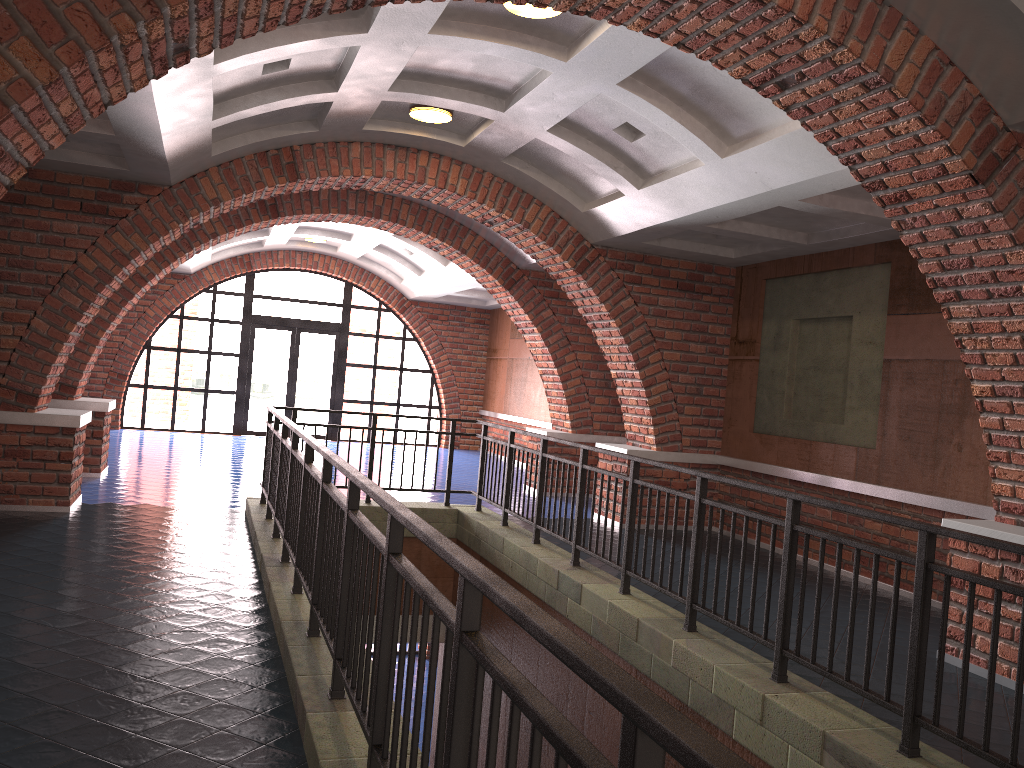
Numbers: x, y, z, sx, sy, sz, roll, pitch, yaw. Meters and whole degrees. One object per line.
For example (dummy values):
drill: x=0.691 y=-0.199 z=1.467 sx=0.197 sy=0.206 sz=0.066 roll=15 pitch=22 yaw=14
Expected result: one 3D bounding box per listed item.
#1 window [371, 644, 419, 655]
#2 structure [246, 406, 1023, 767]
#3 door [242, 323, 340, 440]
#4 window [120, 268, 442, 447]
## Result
window: x=-4.698 y=3.789 z=17.849 sx=6.353 sy=3.471 sz=0.100 roll=5 pitch=0 yaw=-19
structure: x=0.108 y=3.271 z=4.111 sx=2.464 sy=5.665 sz=11.177 roll=5 pitch=0 yaw=-19
door: x=-4.429 y=-0.032 z=17.839 sx=1.754 sy=2.236 sz=0.040 roll=5 pitch=0 yaw=-19
window: x=-4.329 y=-0.594 z=17.851 sx=6.353 sy=3.471 sz=0.100 roll=5 pitch=0 yaw=-19
